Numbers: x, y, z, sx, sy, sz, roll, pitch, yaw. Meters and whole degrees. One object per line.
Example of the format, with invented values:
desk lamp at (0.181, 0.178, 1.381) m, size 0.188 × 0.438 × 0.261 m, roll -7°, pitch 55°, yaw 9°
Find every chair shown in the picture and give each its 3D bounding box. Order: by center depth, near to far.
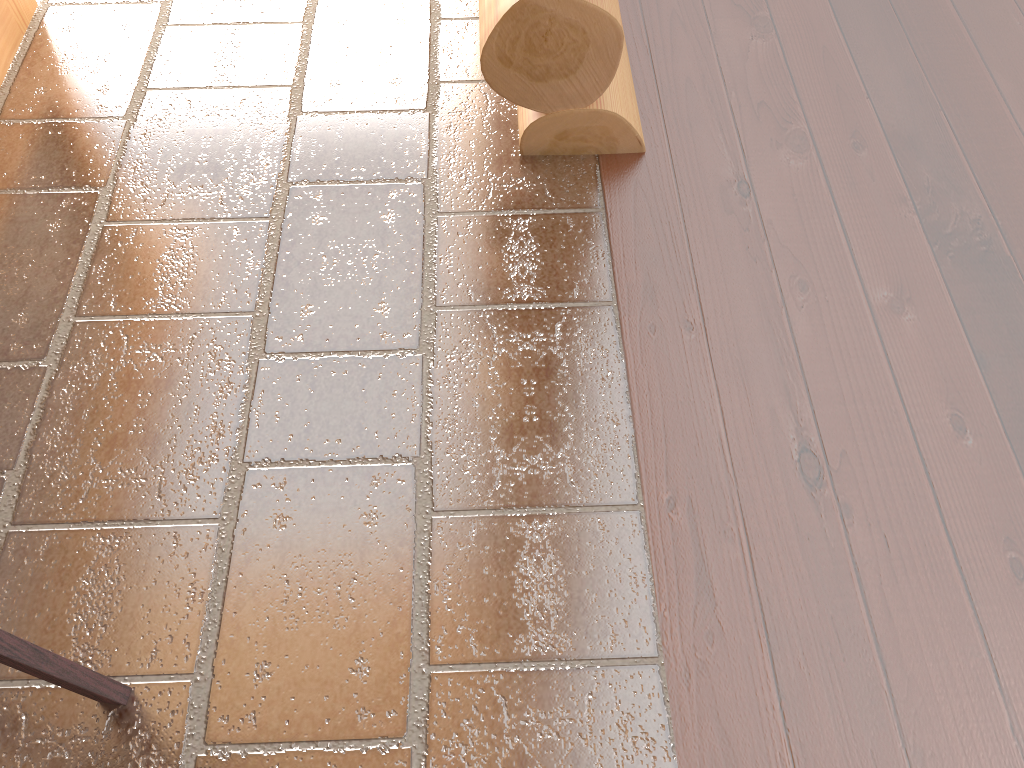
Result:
chair at (-0.883, 0.270, 0.924) m, size 0.504 × 1.319 × 0.406 m, roll 7°, pitch 56°, yaw 5°

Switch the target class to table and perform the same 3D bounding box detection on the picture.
table at (-1.859, -0.460, 1.468) m, size 1.196 × 1.257 × 3.220 m, roll -2°, pitch 55°, yaw -1°
